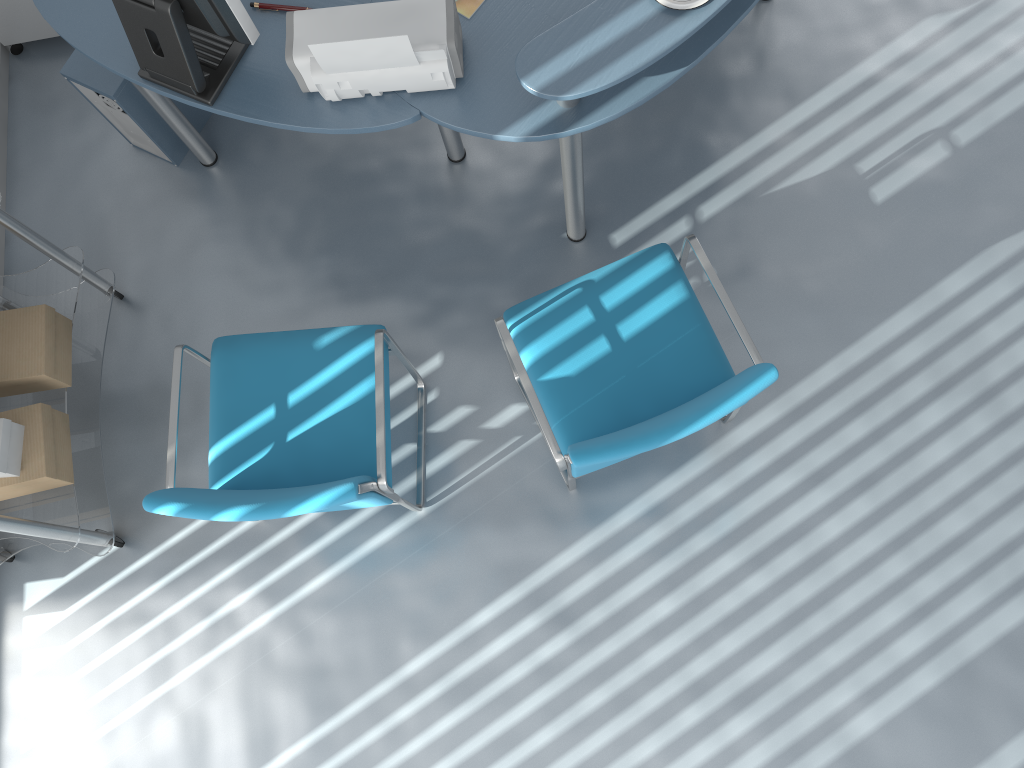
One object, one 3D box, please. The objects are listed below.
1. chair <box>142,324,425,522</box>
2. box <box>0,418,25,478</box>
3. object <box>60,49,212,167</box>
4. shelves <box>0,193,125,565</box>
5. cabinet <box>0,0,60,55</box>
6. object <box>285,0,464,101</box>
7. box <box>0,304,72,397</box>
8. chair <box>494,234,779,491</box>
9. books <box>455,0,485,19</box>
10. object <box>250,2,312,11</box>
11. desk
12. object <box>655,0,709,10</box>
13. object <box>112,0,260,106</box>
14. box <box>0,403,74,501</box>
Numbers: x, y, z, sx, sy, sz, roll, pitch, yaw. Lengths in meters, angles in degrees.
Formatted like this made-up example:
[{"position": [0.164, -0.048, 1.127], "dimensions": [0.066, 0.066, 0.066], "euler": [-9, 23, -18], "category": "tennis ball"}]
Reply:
[{"position": [-0.558, 0.123, 2.345], "dimensions": [0.542, 0.707, 0.543], "euler": [-4, 75, 5], "category": "chair"}, {"position": [-1.402, 0.172, 2.292], "dimensions": [0.234, 0.090, 0.139], "euler": [-4, 75, 5], "category": "box"}, {"position": [-1.126, -1.033, 2.854], "dimensions": [0.199, 0.422, 0.471], "euler": [26, 79, 12], "category": "object"}, {"position": [-1.444, 0.014, 2.388], "dimensions": [0.441, 0.848, 0.896], "euler": [-8, 75, 4], "category": "shelves"}, {"position": [-1.683, -1.860, 3.096], "dimensions": [0.447, 0.484, 1.259], "euler": [-9, 75, 3], "category": "cabinet"}, {"position": [-0.319, -0.772, 1.994], "dimensions": [0.392, 0.273, 0.197], "euler": [-4, 75, 5], "category": "object"}, {"position": [-1.429, -0.080, 2.477], "dimensions": [0.347, 0.133, 0.207], "euler": [-8, 75, 3], "category": "box"}, {"position": [0.297, -0.042, 2.304], "dimensions": [0.542, 0.707, 0.543], "euler": [-23, 74, -1], "category": "chair"}, {"position": [-0.093, -1.056, 2.186], "dimensions": [0.200, 0.005, 0.300], "euler": [35, 81, 13], "category": "books"}, {"position": [-0.563, -0.931, 2.195], "dimensions": [0.178, 0.013, 0.013], "euler": [9, 76, 8], "category": "object"}, {"position": [-0.007, -1.160, 2.528], "dimensions": [2.282, 0.900, 1.402], "euler": [-33, 75, -3], "category": "desk"}, {"position": [0.374, -0.886, 1.943], "dimensions": [0.162, 0.011, 0.162], "euler": [33, 81, 13], "category": "object"}, {"position": [-0.796, -0.859, 1.990], "dimensions": [0.365, 0.417, 0.212], "euler": [24, 79, 11], "category": "object"}, {"position": [-1.391, 0.201, 2.399], "dimensions": [0.347, 0.133, 0.207], "euler": [-13, 74, 2], "category": "box"}]
